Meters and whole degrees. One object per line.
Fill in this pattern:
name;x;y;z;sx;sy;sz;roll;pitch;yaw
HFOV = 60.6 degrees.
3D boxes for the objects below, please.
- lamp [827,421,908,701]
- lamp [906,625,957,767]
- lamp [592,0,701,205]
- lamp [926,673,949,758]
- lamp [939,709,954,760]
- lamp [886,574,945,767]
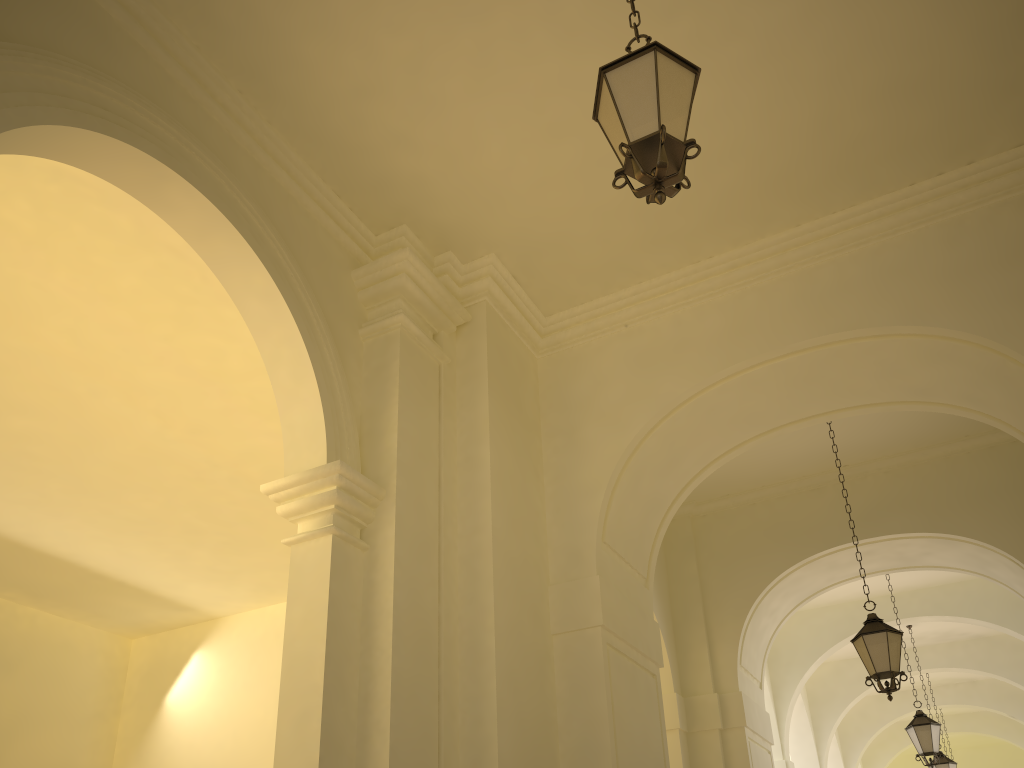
lamp;3.607;1.692;9.174;0.442;3.104;0.543;-1;-27;-3
lamp;7.802;6.099;16.375;0.518;3.104;0.464;-15;-30;24
lamp;0.568;-1.804;4.144;0.519;2.406;0.464;15;-32;-29
lamp;9.597;7.983;19.455;0.518;3.104;0.464;-15;-30;24
lamp;11.380;9.856;22.516;0.518;3.104;0.464;-15;-30;24
lamp;5.975;4.180;13.239;0.518;3.104;0.464;-15;-30;24
